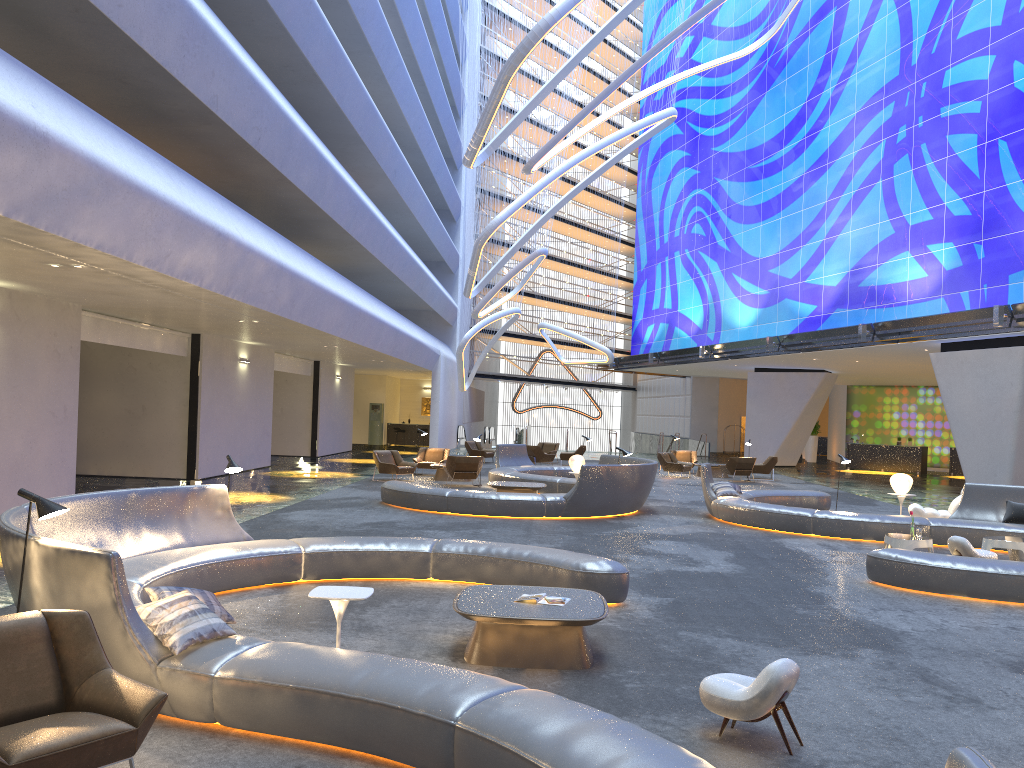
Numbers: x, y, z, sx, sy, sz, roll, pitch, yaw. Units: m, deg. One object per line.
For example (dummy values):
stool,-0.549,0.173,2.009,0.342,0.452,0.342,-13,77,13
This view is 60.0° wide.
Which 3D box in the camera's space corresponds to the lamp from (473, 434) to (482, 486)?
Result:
lamp,-0.835,1.883,21.945,0.202,1.300,0.384,2,0,19

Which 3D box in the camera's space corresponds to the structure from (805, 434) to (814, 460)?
structure,14.917,2.798,44.345,0.773,2.051,1.022,2,0,-27

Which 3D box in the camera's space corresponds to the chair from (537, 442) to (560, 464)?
chair,1.257,2.583,33.242,0.929,0.766,0.939,2,-1,29

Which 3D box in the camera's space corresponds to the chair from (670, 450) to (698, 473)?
chair,5.843,2.656,30.198,0.929,0.766,0.939,2,-1,9

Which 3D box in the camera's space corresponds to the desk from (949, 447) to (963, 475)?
desk,18.923,3.121,34.854,2.976,1.097,0.814,1,-1,39

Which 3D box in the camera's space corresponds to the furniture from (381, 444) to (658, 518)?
furniture,1.086,2.033,20.135,5.183,0.969,9.934,1,-2,19

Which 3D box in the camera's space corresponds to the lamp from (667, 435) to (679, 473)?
lamp,5.516,2.377,30.268,0.384,1.300,0.202,2,0,20

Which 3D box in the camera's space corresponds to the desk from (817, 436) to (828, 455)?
desk,18.266,3.639,52.141,2.976,1.097,0.814,1,-1,41

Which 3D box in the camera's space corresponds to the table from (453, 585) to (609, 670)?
table,0.142,1.899,6.964,1.203,0.392,1.203,2,-2,3

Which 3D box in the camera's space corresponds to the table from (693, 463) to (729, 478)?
table,6.520,2.820,28.880,1.203,0.392,1.203,2,-2,3

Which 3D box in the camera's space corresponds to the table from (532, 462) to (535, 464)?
table,0.289,2.690,32.033,1.202,0.392,1.204,2,-2,21

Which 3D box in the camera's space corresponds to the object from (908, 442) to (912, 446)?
object,15.991,2.416,35.614,0.150,0.145,0.150,1,-1,36

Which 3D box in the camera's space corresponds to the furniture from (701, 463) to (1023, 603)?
furniture,6.432,2.043,14.223,5.186,0.969,9.930,2,-2,-6

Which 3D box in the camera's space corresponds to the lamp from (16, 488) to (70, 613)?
lamp,-2.900,1.288,5.384,0.384,1.300,0.202,2,0,2

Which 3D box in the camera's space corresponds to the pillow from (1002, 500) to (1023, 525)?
pillow,7.987,2.013,13.693,0.295,0.369,0.768,3,-1,-43

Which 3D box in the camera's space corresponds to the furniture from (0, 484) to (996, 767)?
furniture,-1.356,1.473,5.190,5.185,0.969,9.931,2,-2,-1

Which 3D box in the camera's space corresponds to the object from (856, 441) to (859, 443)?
object,14.390,2.415,36.886,0.107,0.108,0.111,1,-1,37

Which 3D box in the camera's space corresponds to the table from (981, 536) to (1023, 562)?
table,6.692,2.297,12.019,0.673,0.406,0.671,2,-1,22

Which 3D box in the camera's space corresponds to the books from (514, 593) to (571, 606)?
books,0.243,1.689,6.997,0.395,0.039,0.301,2,-2,16

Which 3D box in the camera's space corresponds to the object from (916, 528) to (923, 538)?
object,5.411,1.980,11.777,0.071,0.118,0.151,2,-1,13

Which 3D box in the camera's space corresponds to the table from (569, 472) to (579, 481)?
table,1.426,2.215,19.180,0.418,0.595,0.428,2,-1,2

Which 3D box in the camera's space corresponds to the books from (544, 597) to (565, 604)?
books,0.335,1.697,6.953,0.133,0.012,0.189,2,-2,-8

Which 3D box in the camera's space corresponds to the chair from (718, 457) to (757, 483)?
chair,6.896,2.595,27.016,0.929,0.766,0.939,2,-1,-14

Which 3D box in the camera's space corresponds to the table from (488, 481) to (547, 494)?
table,0.102,2.249,18.195,1.203,0.392,1.203,2,-2,3

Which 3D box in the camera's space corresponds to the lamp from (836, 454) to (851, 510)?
lamp,6.284,1.987,16.907,0.202,1.300,0.384,2,0,-22

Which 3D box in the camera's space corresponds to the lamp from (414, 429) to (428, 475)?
lamp,-2.577,1.914,24.984,0.384,1.300,0.202,2,0,20

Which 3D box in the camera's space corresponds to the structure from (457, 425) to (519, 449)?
structure,-0.968,6.571,54.042,3.016,8.238,19.837,2,-2,2

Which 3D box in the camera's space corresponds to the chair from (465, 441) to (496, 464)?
chair,-1.171,2.449,31.800,0.938,0.766,0.930,2,-1,27

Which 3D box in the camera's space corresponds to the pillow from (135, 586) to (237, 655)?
pillow,-2.039,1.415,5.450,0.693,0.262,0.877,3,-2,-35

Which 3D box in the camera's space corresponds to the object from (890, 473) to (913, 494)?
object,7.215,1.851,16.432,0.367,0.387,0.318,2,-1,-15

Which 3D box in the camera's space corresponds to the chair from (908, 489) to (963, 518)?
chair,7.632,2.208,15.631,1.156,0.882,0.729,2,-1,22

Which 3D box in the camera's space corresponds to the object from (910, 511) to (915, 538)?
object,5.288,1.855,11.691,0.066,0.356,0.076,2,0,-30

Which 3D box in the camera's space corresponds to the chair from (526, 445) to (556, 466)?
chair,0.884,2.478,30.315,0.939,0.766,0.929,3,-1,-36

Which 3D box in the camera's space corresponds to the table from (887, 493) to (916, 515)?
table,7.224,2.344,16.477,0.418,0.595,0.427,2,-1,-23

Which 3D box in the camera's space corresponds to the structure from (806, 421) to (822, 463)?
structure,14.347,2.712,42.284,1.022,2.051,0.772,2,0,-19

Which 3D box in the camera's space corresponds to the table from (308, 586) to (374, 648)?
table,-1.165,1.708,6.032,0.418,0.595,0.428,2,-1,-1

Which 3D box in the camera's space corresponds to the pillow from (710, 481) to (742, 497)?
pillow,4.059,2.000,16.949,0.692,0.262,0.878,2,-2,11

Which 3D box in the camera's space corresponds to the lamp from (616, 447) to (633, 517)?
lamp,2.031,1.816,16.462,0.384,1.300,0.202,2,0,20

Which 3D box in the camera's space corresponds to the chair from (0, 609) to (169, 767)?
chair,-2.255,1.541,4.104,0.938,0.766,0.930,1,-1,36

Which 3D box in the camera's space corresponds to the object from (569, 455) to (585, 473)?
object,1.401,1.722,19.151,0.367,0.387,0.318,2,-1,10

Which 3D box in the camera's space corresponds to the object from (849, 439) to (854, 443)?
object,14.195,2.393,37.036,0.149,0.150,0.149,1,-1,37

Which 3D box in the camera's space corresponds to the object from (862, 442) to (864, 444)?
object,14.548,2.436,36.764,0.072,0.070,0.073,1,-1,37

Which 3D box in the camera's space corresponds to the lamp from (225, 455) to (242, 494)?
lamp,-3.013,1.411,9.441,0.202,1.300,0.384,2,0,-38

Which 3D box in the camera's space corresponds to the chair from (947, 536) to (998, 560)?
chair,6.333,2.225,11.639,1.786,0.501,0.585,3,-1,-34

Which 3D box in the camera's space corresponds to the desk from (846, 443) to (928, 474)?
desk,15.359,3.038,36.389,2.976,1.097,0.814,1,-1,41

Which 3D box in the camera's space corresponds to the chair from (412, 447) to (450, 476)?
chair,-2.250,2.193,24.914,0.929,0.766,0.939,2,-1,9

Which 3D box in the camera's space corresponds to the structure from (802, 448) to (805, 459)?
structure,15.384,2.874,46.220,1.022,2.051,0.773,2,0,14

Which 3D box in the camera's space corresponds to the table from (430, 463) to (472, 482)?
table,-1.573,2.357,23.597,1.203,0.392,1.203,2,-2,2

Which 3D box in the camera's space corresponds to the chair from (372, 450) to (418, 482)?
chair,-3.007,2.089,22.494,0.938,0.766,0.930,1,-1,36

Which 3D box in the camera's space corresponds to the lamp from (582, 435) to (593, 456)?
lamp,2.043,2.075,24.712,0.384,1.300,0.202,2,0,20

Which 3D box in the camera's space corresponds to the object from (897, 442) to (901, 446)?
object,15.654,2.411,35.844,0.150,0.145,0.150,1,-1,36

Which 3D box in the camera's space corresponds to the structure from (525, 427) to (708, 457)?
structure,5.473,6.847,54.212,9.304,8.398,19.741,2,-1,2

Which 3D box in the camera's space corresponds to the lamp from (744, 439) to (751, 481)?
lamp,7.258,2.346,27.228,0.202,1.300,0.384,2,0,19

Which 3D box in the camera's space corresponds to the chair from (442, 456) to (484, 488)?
chair,-1.197,2.132,21.733,0.929,0.766,0.939,2,-1,-14

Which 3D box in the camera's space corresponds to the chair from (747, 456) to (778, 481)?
chair,7.978,2.677,28.351,0.938,0.766,0.930,2,-1,11

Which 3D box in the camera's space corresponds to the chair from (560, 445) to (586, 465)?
chair,2.179,2.572,31.793,0.938,0.766,0.930,2,-1,4

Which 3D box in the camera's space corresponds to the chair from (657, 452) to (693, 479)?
chair,5.086,2.553,27.777,0.938,0.766,0.930,1,-1,36

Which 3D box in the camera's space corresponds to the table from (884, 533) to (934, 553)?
table,5.192,2.235,11.805,0.674,0.406,0.671,3,-2,-35

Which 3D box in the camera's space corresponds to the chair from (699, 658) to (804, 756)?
chair,1.404,1.842,5.215,0.586,0.501,0.491,1,-1,37
